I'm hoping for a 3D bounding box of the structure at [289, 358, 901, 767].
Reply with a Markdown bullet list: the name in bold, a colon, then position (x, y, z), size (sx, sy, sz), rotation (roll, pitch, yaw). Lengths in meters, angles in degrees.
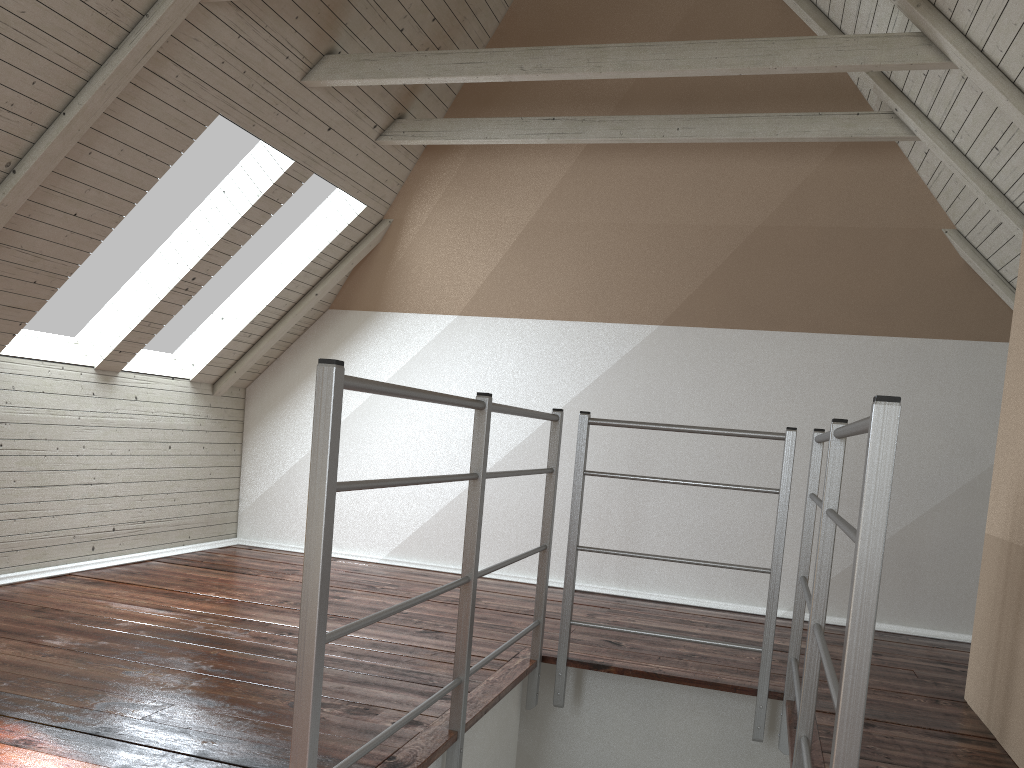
- **structure**: position (0.285, 0.550, 2.061), size (0.834, 1.001, 1.639), rotation (5, -1, 16)
